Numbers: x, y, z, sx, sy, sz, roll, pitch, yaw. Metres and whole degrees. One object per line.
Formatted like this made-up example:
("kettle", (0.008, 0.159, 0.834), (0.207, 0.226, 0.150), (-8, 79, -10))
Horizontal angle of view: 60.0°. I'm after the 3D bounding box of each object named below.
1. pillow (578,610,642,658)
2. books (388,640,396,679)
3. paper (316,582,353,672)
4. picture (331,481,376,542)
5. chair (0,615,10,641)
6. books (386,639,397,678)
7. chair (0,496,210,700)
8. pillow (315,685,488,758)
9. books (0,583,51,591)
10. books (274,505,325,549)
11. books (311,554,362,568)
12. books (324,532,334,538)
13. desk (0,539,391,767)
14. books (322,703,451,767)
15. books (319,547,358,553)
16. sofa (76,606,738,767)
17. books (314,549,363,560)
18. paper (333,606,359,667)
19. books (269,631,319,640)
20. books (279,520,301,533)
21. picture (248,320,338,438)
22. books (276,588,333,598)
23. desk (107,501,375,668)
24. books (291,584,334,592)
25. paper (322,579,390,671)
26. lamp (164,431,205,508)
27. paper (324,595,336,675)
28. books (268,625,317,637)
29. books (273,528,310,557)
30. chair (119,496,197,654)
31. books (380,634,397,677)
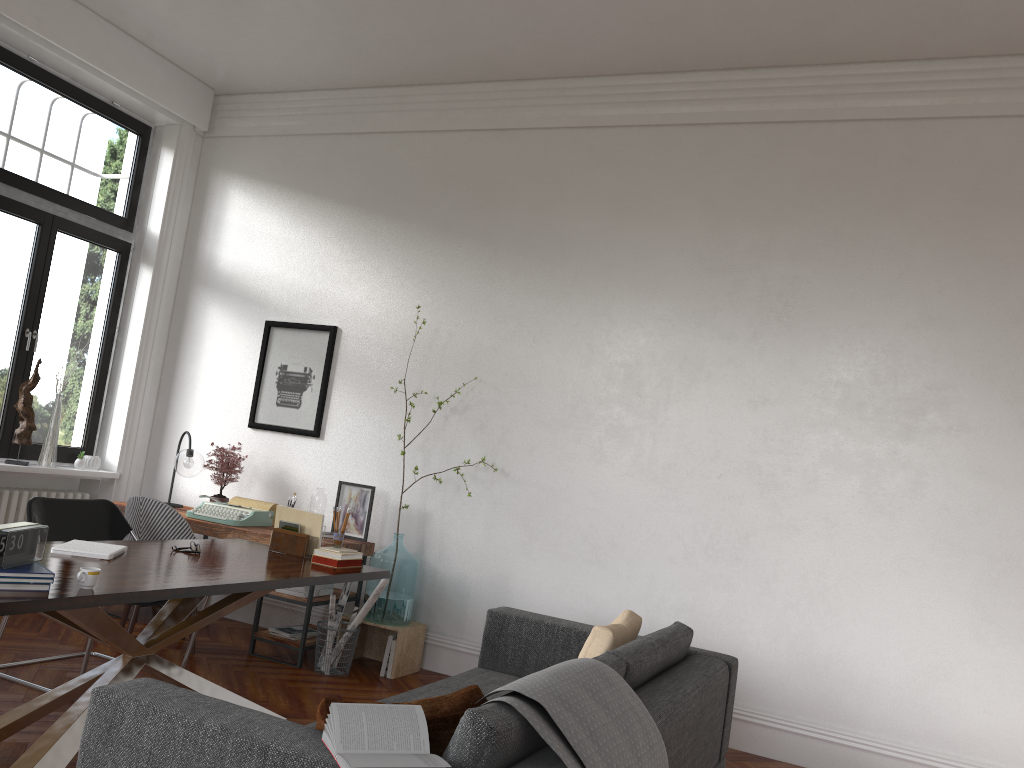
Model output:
("pillow", (0.367, 1.184, 3.713), (0.225, 0.459, 0.487), (6, -5, 24))
("books", (-0.696, 1.691, 5.465), (0.012, 0.231, 0.170), (6, -5, 24))
("paper", (-1.075, 1.437, 5.456), (0.047, 0.625, 0.294), (7, -5, 17))
("picture", (-1.068, 0.852, 5.951), (0.282, 0.369, 0.023), (6, -5, 24))
("chair", (-2.547, 0.892, 3.470), (0.745, 0.871, 0.754), (6, -5, 24))
("books", (-0.708, 1.690, 5.471), (0.012, 0.231, 0.170), (6, -5, 24))
("chair", (-2.084, 1.067, 4.541), (0.745, 0.871, 0.754), (6, -5, 24))
("pillow", (-0.333, 0.972, 2.338), (0.470, 0.396, 0.330), (11, -6, -29))
("books", (-1.691, 0.626, 2.884), (0.265, 0.027, 0.347), (13, -7, -41))
("books", (-1.140, 0.784, 4.723), (0.309, 0.239, 0.043), (6, -5, 24))
("books", (-0.885, 0.896, 4.498), (0.159, 0.039, 0.216), (6, -6, 26))
("books", (-1.242, 0.987, 5.826), (0.214, 0.031, 0.129), (11, -6, -28))
("desk", (-1.574, 1.121, 3.741), (1.029, 0.750, 2.232), (6, -6, 24))
("books", (-0.287, 0.812, 2.027), (0.225, 0.095, 0.279), (11, -6, -24))
("books", (-0.884, 0.845, 4.526), (0.128, 0.008, 0.160), (6, -6, 25))
("sofa", (-0.054, 1.299, 3.204), (1.261, 0.827, 2.652), (6, -6, 24))
("books", (-0.881, 0.864, 4.510), (0.164, 0.028, 0.208), (6, -6, 22))
("paper", (-1.023, 1.560, 5.437), (0.126, 0.387, 0.026), (13, -6, -43))
("books", (-1.366, 1.568, 5.570), (0.196, 0.014, 0.268), (6, -6, 23))
("books", (-1.179, 0.809, 4.690), (0.128, 0.157, 0.041), (6, -5, 24))
("picture", (-1.609, -0.045, 6.504), (0.633, 0.814, 0.050), (6, -5, 24))
("books", (-1.298, 1.291, 5.559), (0.225, 0.038, 0.309), (6, -6, 23))
("desk", (-1.906, 1.300, 5.936), (1.796, 0.756, 0.649), (6, -5, 24))
("books", (-1.297, 1.257, 5.573), (0.225, 0.038, 0.309), (6, -6, 24))
("paper", (-0.939, 1.441, 5.306), (0.330, 0.608, 0.047), (8, -4, 4))
("lamp", (-2.352, 0.608, 6.308), (0.208, 0.549, 0.441), (13, -6, -42))
("paper", (-1.082, 1.493, 5.271), (0.074, 0.478, 0.033), (11, -5, -29))
("books", (-1.364, 1.553, 5.571), (0.196, 0.014, 0.268), (4, -7, 35))
("books", (-1.162, 0.828, 4.629), (0.221, 0.124, 0.029), (6, -5, 24))
("chair", (-2.112, 1.141, 5.396), (0.716, 0.898, 0.549), (7, -5, 17))
("books", (-0.731, 1.676, 5.491), (0.054, 0.257, 0.188), (6, -5, 25))
